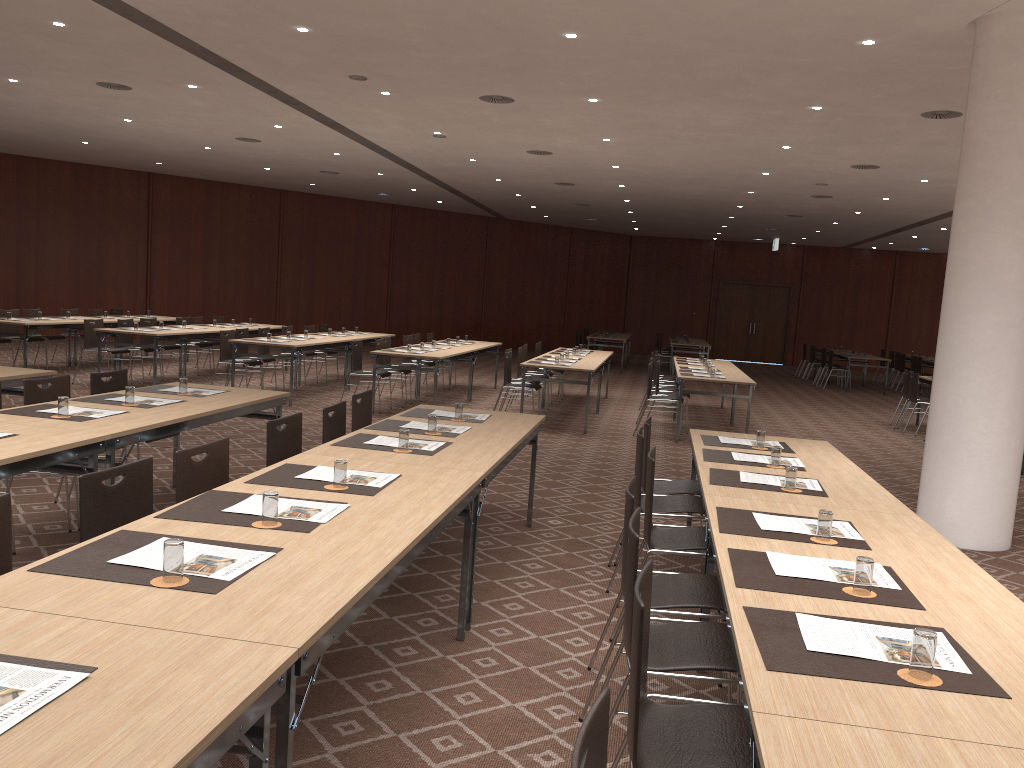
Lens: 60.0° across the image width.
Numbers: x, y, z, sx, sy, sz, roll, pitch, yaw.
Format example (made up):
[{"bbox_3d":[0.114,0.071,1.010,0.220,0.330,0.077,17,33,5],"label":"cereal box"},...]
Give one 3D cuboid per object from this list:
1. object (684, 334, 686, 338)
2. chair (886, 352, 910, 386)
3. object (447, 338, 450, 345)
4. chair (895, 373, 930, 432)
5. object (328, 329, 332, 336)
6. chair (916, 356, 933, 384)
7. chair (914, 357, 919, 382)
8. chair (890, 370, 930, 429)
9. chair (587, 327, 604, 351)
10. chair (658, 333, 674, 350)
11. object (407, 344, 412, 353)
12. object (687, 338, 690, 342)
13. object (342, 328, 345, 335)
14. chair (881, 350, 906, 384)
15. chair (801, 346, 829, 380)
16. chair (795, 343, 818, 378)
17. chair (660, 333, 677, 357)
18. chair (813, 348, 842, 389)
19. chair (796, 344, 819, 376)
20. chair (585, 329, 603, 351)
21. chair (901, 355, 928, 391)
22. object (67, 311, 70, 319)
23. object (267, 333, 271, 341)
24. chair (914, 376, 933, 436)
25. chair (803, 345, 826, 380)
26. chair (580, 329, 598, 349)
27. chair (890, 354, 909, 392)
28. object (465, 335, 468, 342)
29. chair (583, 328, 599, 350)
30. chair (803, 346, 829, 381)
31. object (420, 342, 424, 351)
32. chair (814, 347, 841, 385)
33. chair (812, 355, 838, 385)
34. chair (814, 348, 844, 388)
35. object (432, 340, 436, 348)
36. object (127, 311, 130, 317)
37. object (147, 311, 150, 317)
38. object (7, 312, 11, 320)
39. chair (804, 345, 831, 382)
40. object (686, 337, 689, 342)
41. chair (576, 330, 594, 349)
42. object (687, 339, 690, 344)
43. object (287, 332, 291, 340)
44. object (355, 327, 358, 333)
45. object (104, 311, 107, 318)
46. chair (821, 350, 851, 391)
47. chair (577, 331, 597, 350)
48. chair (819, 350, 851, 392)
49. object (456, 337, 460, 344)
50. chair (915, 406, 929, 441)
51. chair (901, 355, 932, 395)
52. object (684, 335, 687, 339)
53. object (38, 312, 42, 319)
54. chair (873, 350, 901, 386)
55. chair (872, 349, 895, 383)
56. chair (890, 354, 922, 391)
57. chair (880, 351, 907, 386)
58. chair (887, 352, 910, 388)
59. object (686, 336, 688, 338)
[{"bbox_3d":[4.836,-1.333,24.799,0.054,0.114,0.054,1,7,-24],"label":"object"},{"bbox_3d":[10.097,-0.349,22.907,0.613,0.940,0.535,5,6,7],"label":"chair"},{"bbox_3d":[-1.010,-0.674,14.127,0.054,0.114,0.054,1,7,-24],"label":"object"},{"bbox_3d":[6.396,0.301,13.827,0.613,0.940,0.535,5,6,9],"label":"chair"},{"bbox_3d":[-2.967,-0.842,14.447,0.054,0.114,0.054,1,7,-24],"label":"object"},{"bbox_3d":[9.568,-0.153,20.575,0.613,0.940,0.535,5,6,7],"label":"chair"},{"bbox_3d":[9.576,-0.157,20.620,0.613,0.940,0.535,5,6,8],"label":"chair"},{"bbox_3d":[6.569,0.255,14.404,0.613,0.940,0.535,5,6,11],"label":"chair"},{"bbox_3d":[2.323,-1.140,25.383,0.613,0.940,0.535,5,6,7],"label":"chair"},{"bbox_3d":[4.195,-0.922,24.506,0.613,0.940,0.535,5,6,10],"label":"chair"},{"bbox_3d":[-1.377,-0.477,11.904,0.054,0.114,0.054,4,6,-2],"label":"object"},{"bbox_3d":[4.360,-1.080,21.936,0.054,0.114,0.054,10,8,43],"label":"object"},{"bbox_3d":[-2.864,-0.898,15.075,0.054,0.114,0.054,1,7,-24],"label":"object"},{"bbox_3d":[10.205,-0.403,23.517,0.613,0.940,0.535,5,6,12],"label":"chair"},{"bbox_3d":[8.001,-0.530,23.251,0.613,0.940,0.535,5,6,7],"label":"chair"},{"bbox_3d":[8.204,-0.636,24.448,0.613,0.940,0.535,5,6,7],"label":"chair"},{"bbox_3d":[4.353,-0.961,25.010,0.613,0.940,0.535,5,6,12],"label":"chair"},{"bbox_3d":[7.720,-0.384,21.596,0.613,0.940,0.535,5,6,10],"label":"chair"},{"bbox_3d":[8.210,-0.639,24.487,0.613,0.940,0.535,5,6,11],"label":"chair"},{"bbox_3d":[2.179,-1.022,24.106,0.613,0.940,0.535,5,6,8],"label":"chair"},{"bbox_3d":[9.748,-0.207,21.241,0.613,0.940,0.535,5,6,10],"label":"chair"},{"bbox_3d":[-7.067,-1.097,14.131,0.054,0.114,0.054,4,6,-2],"label":"object"},{"bbox_3d":[-3.345,-0.645,12.215,0.054,0.114,0.054,4,6,-2],"label":"object"},{"bbox_3d":[6.391,0.373,13.102,0.613,0.940,0.535,5,6,10],"label":"chair"},{"bbox_3d":[8.237,-0.575,23.860,0.613,0.940,0.535,5,6,7],"label":"chair"},{"bbox_3d":[1.942,-0.942,23.135,0.613,0.940,0.535,5,6,10],"label":"chair"},{"bbox_3d":[9.805,-0.277,21.975,0.613,0.940,0.535,5,6,10],"label":"chair"},{"bbox_3d":[-0.793,-0.786,15.399,0.054,0.114,0.054,1,7,-24],"label":"object"},{"bbox_3d":[2.180,-1.092,24.807,0.613,0.940,0.535,5,6,6],"label":"chair"},{"bbox_3d":[7.983,-0.521,23.150,0.613,0.940,0.535,5,6,12],"label":"chair"},{"bbox_3d":[-1.268,-0.532,12.532,0.054,0.114,0.054,4,6,-2],"label":"object"},{"bbox_3d":[7.973,-0.434,22.272,0.613,0.940,0.535,5,6,12],"label":"chair"},{"bbox_3d":[7.722,-0.385,21.607,0.613,0.940,0.535,5,6,9],"label":"chair"},{"bbox_3d":[7.952,-0.424,22.152,0.613,0.940,0.535,5,6,11],"label":"chair"},{"bbox_3d":[-1.165,-0.590,13.180,0.054,0.114,0.054,4,6,-2],"label":"object"},{"bbox_3d":[-6.802,-1.238,15.726,0.054,0.114,0.054,1,7,-24],"label":"object"},{"bbox_3d":[-6.700,-1.294,16.359,0.054,0.114,0.054,1,7,-24],"label":"object"},{"bbox_3d":[-7.286,-0.984,12.851,0.054,0.114,0.054,4,6,-2],"label":"object"},{"bbox_3d":[8.220,-0.565,23.756,0.613,0.940,0.535,5,6,9],"label":"chair"},{"bbox_3d":[4.467,-1.136,22.571,0.054,0.114,0.054,10,8,43],"label":"object"},{"bbox_3d":[1.799,-0.894,22.555,0.613,0.940,0.535,5,6,6],"label":"chair"},{"bbox_3d":[4.245,-1.024,21.300,0.054,0.114,0.054,10,8,43],"label":"object"},{"bbox_3d":[-3.237,-0.702,12.853,0.054,0.114,0.054,4,6,-2],"label":"object"},{"bbox_3d":[-2.751,-0.954,15.712,0.054,0.114,0.054,1,7,-24],"label":"object"},{"bbox_3d":[-6.912,-1.182,15.083,0.054,0.114,0.054,1,7,-24],"label":"object"},{"bbox_3d":[7.686,-0.327,21.000,0.613,0.940,0.535,5,6,11],"label":"chair"},{"bbox_3d":[1.794,-0.822,21.834,0.613,0.940,0.535,5,6,11],"label":"chair"},{"bbox_3d":[7.684,-0.325,20.984,0.613,0.940,0.535,5,6,9],"label":"chair"},{"bbox_3d":[-0.902,-0.730,14.766,0.054,0.114,0.054,1,7,-24],"label":"object"},{"bbox_3d":[6.389,0.374,13.091,0.613,0.940,0.535,5,6,11],"label":"chair"},{"bbox_3d":[9.742,-0.204,21.202,0.613,0.940,0.535,5,6,8],"label":"chair"},{"bbox_3d":[4.732,-1.278,24.169,0.054,0.114,0.054,1,7,-24],"label":"object"},{"bbox_3d":[-7.185,-1.042,13.499,0.054,0.114,0.054,4,6,-2],"label":"object"},{"bbox_3d":[10.237,-0.462,24.127,0.613,0.940,0.535,5,6,8],"label":"chair"},{"bbox_3d":[10.247,-0.467,24.186,0.613,0.940,0.535,5,6,7],"label":"chair"},{"bbox_3d":[9.800,-0.274,21.946,0.613,0.940,0.535,5,6,8],"label":"chair"},{"bbox_3d":[10.204,-0.403,23.515,0.613,0.940,0.535,5,6,8],"label":"chair"},{"bbox_3d":[10.078,-0.340,22.798,0.613,0.940,0.535,5,6,11],"label":"chair"},{"bbox_3d":[4.636,-1.220,23.529,0.054,0.114,0.054,1,7,-24],"label":"object"}]
